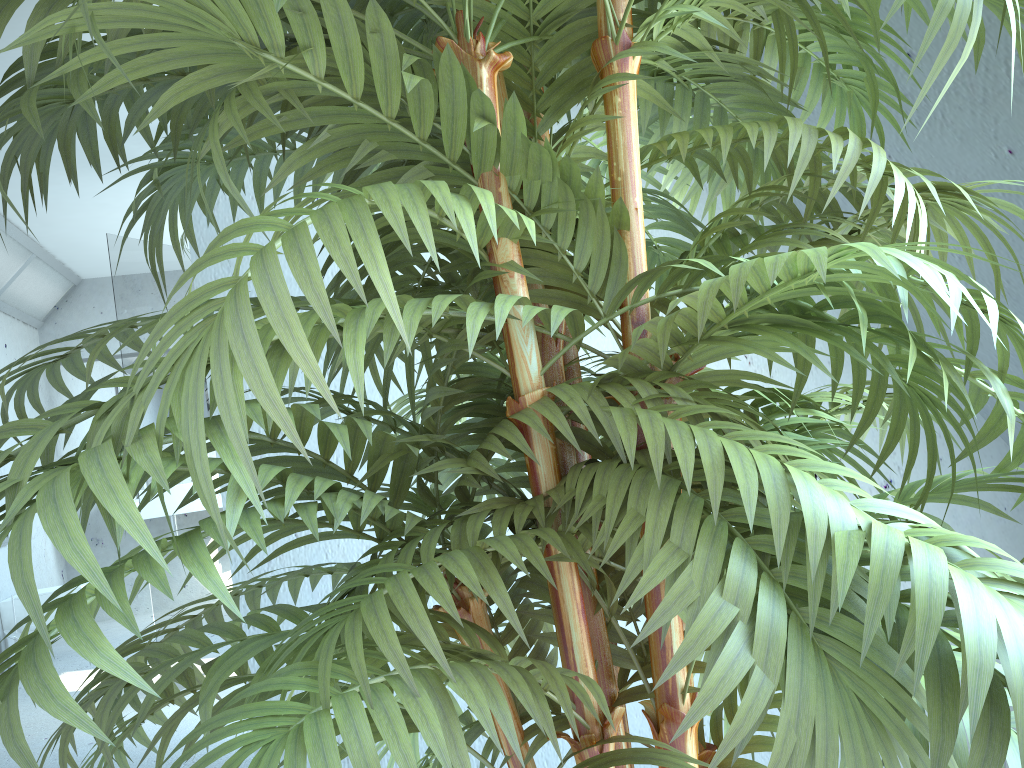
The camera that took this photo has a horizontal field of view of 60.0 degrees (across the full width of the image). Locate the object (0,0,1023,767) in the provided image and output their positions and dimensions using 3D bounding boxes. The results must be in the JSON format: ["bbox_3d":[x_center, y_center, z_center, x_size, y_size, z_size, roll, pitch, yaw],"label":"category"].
[{"bbox_3d":[0.043,-0.076,0.721,0.980,2.034,1.020,-11,-4,35],"label":"object"}]
